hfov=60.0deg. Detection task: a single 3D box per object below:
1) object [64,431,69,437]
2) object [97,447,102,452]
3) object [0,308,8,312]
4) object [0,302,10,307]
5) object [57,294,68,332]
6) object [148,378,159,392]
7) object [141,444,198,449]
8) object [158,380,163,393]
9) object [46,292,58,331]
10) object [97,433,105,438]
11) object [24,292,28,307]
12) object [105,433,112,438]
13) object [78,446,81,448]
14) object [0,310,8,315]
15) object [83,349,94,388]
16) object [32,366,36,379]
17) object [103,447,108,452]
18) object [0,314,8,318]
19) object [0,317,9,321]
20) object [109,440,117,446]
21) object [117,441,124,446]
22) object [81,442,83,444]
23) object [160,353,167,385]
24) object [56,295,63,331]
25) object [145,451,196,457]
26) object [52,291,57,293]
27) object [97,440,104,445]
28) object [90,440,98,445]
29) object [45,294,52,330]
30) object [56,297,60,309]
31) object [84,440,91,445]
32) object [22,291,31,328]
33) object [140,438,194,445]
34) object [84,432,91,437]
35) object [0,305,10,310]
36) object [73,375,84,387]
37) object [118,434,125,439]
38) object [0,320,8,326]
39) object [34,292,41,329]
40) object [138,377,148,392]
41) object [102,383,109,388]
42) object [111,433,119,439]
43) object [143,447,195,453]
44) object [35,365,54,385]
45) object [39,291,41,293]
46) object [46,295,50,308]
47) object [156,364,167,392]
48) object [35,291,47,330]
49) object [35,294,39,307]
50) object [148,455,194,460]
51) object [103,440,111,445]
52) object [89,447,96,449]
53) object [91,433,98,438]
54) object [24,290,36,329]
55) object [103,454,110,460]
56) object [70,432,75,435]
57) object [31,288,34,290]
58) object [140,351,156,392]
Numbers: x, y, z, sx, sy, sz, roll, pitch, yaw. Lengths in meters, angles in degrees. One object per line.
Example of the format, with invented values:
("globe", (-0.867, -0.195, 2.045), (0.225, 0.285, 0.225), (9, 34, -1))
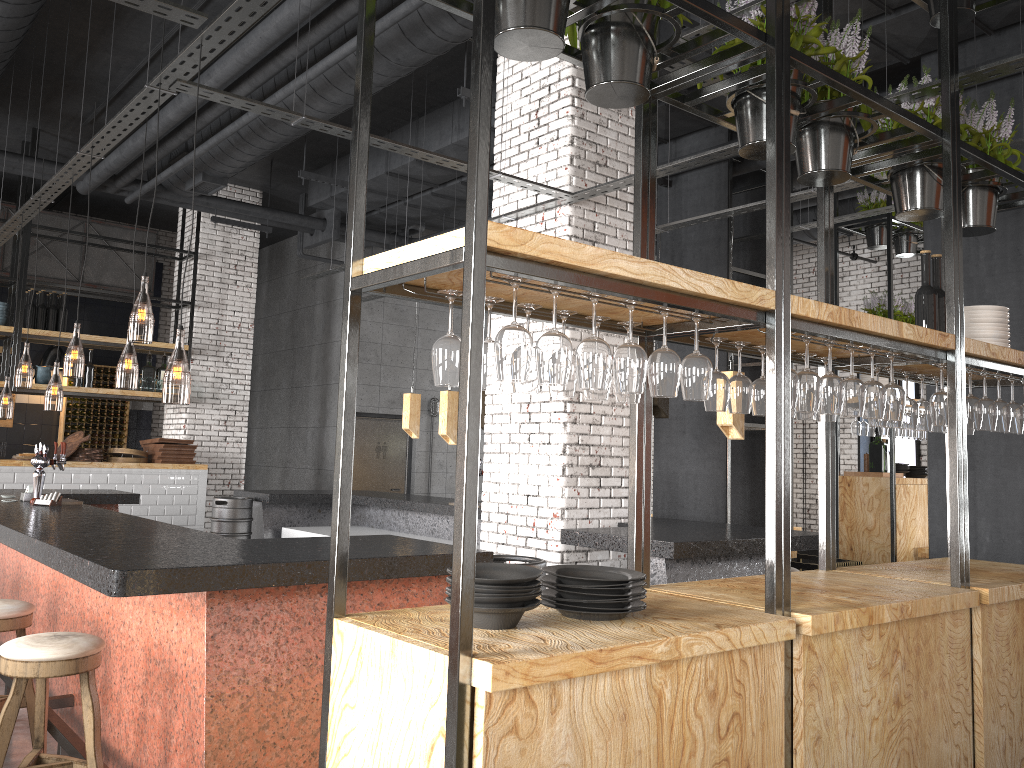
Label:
("object", (-6.447, 0.724, 12.825), (0.079, 0.079, 0.280), (6, -7, -39))
("object", (-6.088, 0.971, 13.099), (0.079, 0.079, 0.280), (6, -7, -39))
("object", (-5.693, -0.792, 9.801), (0.218, 0.092, 0.218), (2, -5, 2))
("object", (-5.688, -0.855, 9.811), (0.218, 0.091, 0.218), (4, -5, -22))
("object", (-5.131, -0.802, 10.131), (0.098, 0.459, 0.098), (-1, -7, 28))
("object", (-4.328, 0.016, 10.698), (0.118, 0.181, 0.118), (-1, -6, 27))
("object", (-4.059, 0.738, 10.491), (0.635, 0.044, 0.404), (-3, -7, 44))
("object", (-4.246, 0.026, 10.788), (0.118, 0.181, 0.118), (-2, -7, 34))
("object", (-5.214, -0.810, 10.064), (0.098, 0.459, 0.098), (-1, -7, 28))
("object", (-6.082, 0.761, 13.121), (0.079, 0.079, 0.280), (6, -7, -39))
("object", (-5.555, -0.821, 10.136), (0.098, 0.472, 0.098), (4, -6, -17))
("object", (-5.999, 0.768, 13.168), (0.079, 0.079, 0.280), (6, -7, -39))
("object", (-6.298, 0.948, 12.910), (0.079, 0.079, 0.280), (6, -7, -39))
("object", (-5.694, -0.760, 9.797), (0.218, 0.092, 0.218), (2, -5, -3))
("object", (-4.957, -0.175, 10.401), (0.098, 0.472, 0.098), (6, -7, -31))
("object", (-5.455, -0.107, 9.966), (0.198, 0.231, 0.165), (5, -7, -32))
("object", (-6.015, 0.978, 13.158), (0.079, 0.079, 0.280), (6, -7, -39))
("object", (-5.693, -0.728, 9.791), (0.218, 0.092, 0.218), (-3, -7, 41))
("object", (-5.688, -0.695, 9.794), (0.218, 0.093, 0.218), (-2, -6, 34))
("object", (-5.939, 0.881, 13.228), (0.079, 0.079, 0.280), (6, -7, -39))
("object", (-5.866, 0.888, 13.287), (0.079, 0.079, 0.280), (6, -7, -39))
("object", (-6.305, 0.844, 12.933), (0.079, 0.079, 0.280), (6, -7, -39))
("object", (-4.307, -0.146, 10.965), (0.140, 0.551, 0.096), (6, -7, -35))
("object", (-5.216, -0.795, 10.236), (0.098, 0.459, 0.098), (-1, -7, 28))
("object", (-4.061, 0.826, 10.481), (0.404, 0.044, 0.635), (6, -7, -42))
("object", (-5.207, -1.035, 10.088), (0.046, 0.031, 0.046), (-1, -6, 28))
("object", (-6.075, 0.865, 13.098), (0.079, 0.079, 0.280), (6, -7, -39))
("object", (-6.142, 0.858, 13.032), (0.079, 0.079, 0.280), (6, -7, -39))
("object", (-5.300, -0.804, 10.168), (0.098, 0.459, 0.098), (-1, -7, 28))
("object", (-5.302, -0.789, 10.340), (0.098, 0.459, 0.098), (-1, -7, 28))
("object", (-6.207, 0.849, 12.962), (0.079, 0.079, 0.280), (6, -7, -39))
("object", (-5.470, -0.821, 10.031), (0.098, 0.459, 0.098), (4, -6, -17))
("object", (-4.057, 0.686, 10.414), (0.406, 0.094, 0.636), (6, -7, -41))
("object", (-6.231, 0.747, 13.006), (0.079, 0.079, 0.280), (6, -7, -39))
("object", (-5.684, -0.823, 9.809), (0.218, 0.096, 0.217), (-2, -6, 35))
("object", (-5.041, -0.183, 10.334), (0.098, 0.472, 0.098), (-3, -8, 39))
("object", (-5.853, 0.783, 13.286), (0.079, 0.079, 0.280), (6, -7, -39))
("object", (-5.693, -0.663, 9.787), (0.218, 0.085, 0.218), (0, -5, 20))
("object", (-5.387, -0.813, 10.098), (0.098, 0.459, 0.098), (4, -6, -17))
("object", (-4.413, 0.005, 10.612), (0.118, 0.181, 0.118), (2, -6, -6))
("object", (-6.034, 0.027, 13.169), (0.079, 0.079, 0.283), (6, -7, -39))
("object", (-5.911, 0.774, 13.209), (0.079, 0.079, 0.280), (6, -7, -39))
("object", (-4.060, 0.782, 10.486), (0.404, 0.044, 0.635), (6, -6, -38))
("object", (-5.310, -0.093, 10.068), (0.198, 0.231, 0.165), (0, -6, 21))
("object", (-5.379, -1.038, 10.122), (0.046, 0.031, 0.046), (-1, -6, 28))
("object", (-5.385, -0.798, 10.273), (0.098, 0.459, 0.098), (-1, -7, 28))
("object", (-4.312, -0.069, 10.960), (0.156, 0.406, 0.105), (6, -7, -35))
("object", (-5.301, -0.819, 9.994), (0.098, 0.459, 0.098), (4, -6, -17))
("object", (-5.472, -0.807, 10.203), (0.098, 0.459, 0.098), (4, -6, -17))
("object", (-4.063, 0.870, 10.477), (0.404, 0.044, 0.635), (5, -6, -36))
("object", (-6.014, 0.874, 13.173), (0.079, 0.079, 0.280), (6, -7, -39))
("object", (-6.152, 0.963, 13.028), (0.079, 0.079, 0.280), (6, -7, -39))
("object", (-6.145, 0.753, 13.050), (0.079, 0.079, 0.280), (6, -7, -39))
("object", (-5.384, -0.827, 9.926), (0.098, 0.459, 0.098), (4, -6, -17))
("object", (-6.009, 1.082, 13.135), (0.079, 0.079, 0.280), (6, -7, -39))
("object", (-6.352, 0.730, 12.858), (0.079, 0.079, 0.280), (6, -7, -39))
("object", (-5.377, -1.053, 9.950), (0.046, 0.031, 0.046), (-1, -6, 28))
("object", (-4.447, -0.159, 10.839), (0.156, 0.555, 0.105), (6, -7, -35))
